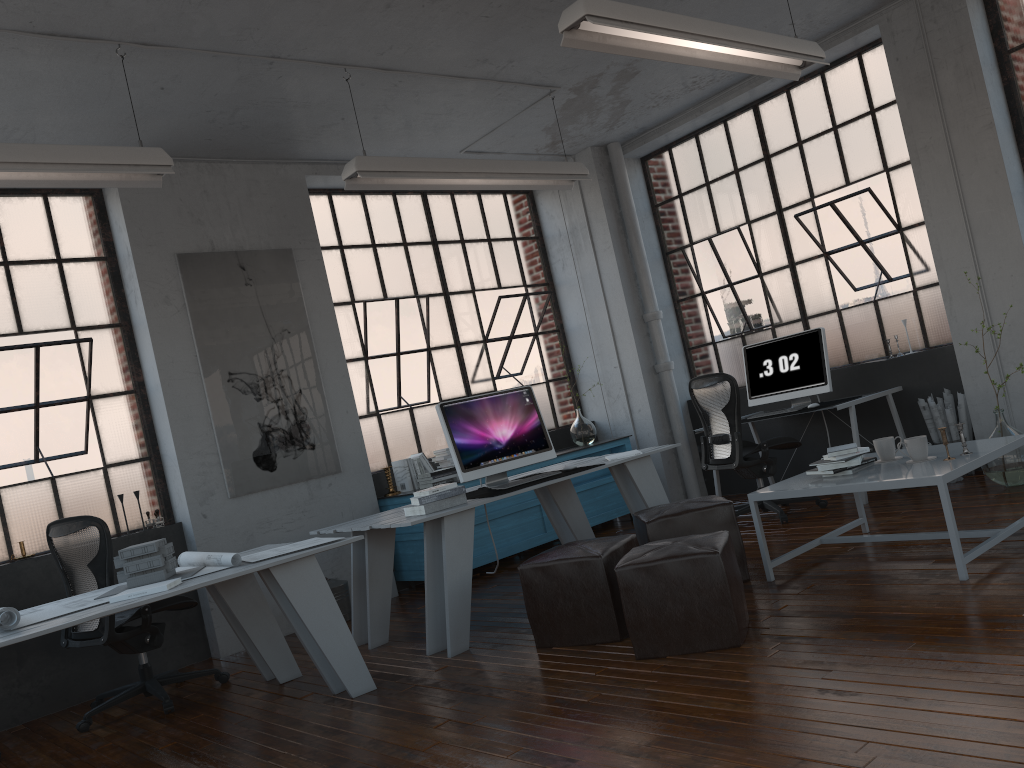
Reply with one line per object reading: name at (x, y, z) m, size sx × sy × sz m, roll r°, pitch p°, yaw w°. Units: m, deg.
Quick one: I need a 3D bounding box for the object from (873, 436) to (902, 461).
object at (1.908, 0.329, 4.507) m, size 0.129 × 0.109 × 0.101 m, roll -12°, pitch -2°, yaw -32°

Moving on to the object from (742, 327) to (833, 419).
object at (2.004, -0.070, 6.611) m, size 0.376 × 0.552 × 0.716 m, roll -12°, pitch -2°, yaw -39°

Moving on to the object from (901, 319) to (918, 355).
object at (2.915, -0.349, 6.529) m, size 0.084 × 0.256 × 0.084 m, roll -12°, pitch -1°, yaw -18°

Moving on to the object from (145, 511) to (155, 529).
object at (-2.336, 0.877, 5.709) m, size 0.058 × 0.117 × 0.032 m, roll -13°, pitch -1°, yaw 11°

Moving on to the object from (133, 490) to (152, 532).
object at (-2.371, 0.810, 5.659) m, size 0.085 × 0.259 × 0.085 m, roll -13°, pitch -1°, yaw 13°

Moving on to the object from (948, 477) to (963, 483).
object at (2.981, 0.640, 6.003) m, size 0.125 × 0.107 × 0.095 m, roll -13°, pitch -2°, yaw 1°

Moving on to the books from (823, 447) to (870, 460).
books at (1.656, 0.346, 4.396) m, size 0.184 × 0.026 × 0.125 m, roll -12°, pitch -2°, yaw -10°

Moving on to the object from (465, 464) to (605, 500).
object at (0.032, 0.585, 5.183) m, size 0.846 × 0.008 × 0.689 m, roll -11°, pitch -3°, yaw -39°

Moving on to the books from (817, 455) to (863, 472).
books at (1.635, 0.386, 4.415) m, size 0.201 × 0.031 × 0.271 m, roll -14°, pitch -3°, yaw 25°

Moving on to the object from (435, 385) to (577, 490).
object at (-0.031, 0.309, 5.191) m, size 0.712 × 0.552 × 0.378 m, roll -11°, pitch -2°, yaw -39°

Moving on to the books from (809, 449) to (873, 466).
books at (1.640, 0.366, 4.418) m, size 0.274 × 0.014 × 0.200 m, roll -11°, pitch -3°, yaw -40°

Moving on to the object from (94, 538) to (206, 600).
object at (-1.677, 0.828, 4.098) m, size 0.415 × 0.182 × 0.390 m, roll -12°, pitch -2°, yaw -10°

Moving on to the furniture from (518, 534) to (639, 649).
furniture at (0.358, 0.980, 4.218) m, size 0.481 × 0.439 × 0.478 m, roll -14°, pitch -2°, yaw 28°

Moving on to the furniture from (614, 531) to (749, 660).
furniture at (0.725, 0.880, 3.734) m, size 0.472 × 0.431 × 0.470 m, roll -13°, pitch -2°, yaw 18°

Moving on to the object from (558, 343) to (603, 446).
object at (0.631, 0.058, 7.744) m, size 0.435 × 0.939 × 0.231 m, roll -13°, pitch -1°, yaw 31°

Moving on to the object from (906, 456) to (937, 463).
object at (1.956, 0.362, 4.237) m, size 0.137 × 0.003 × 0.138 m, roll -12°, pitch -3°, yaw -19°

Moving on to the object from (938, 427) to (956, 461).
object at (1.989, 0.274, 4.065) m, size 0.052 × 0.148 × 0.052 m, roll -13°, pitch -1°, yaw 0°

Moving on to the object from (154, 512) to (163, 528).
object at (-2.304, 0.879, 5.756) m, size 0.058 × 0.102 × 0.032 m, roll -13°, pitch -1°, yaw -5°

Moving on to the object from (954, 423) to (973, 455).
object at (2.091, 0.251, 4.111) m, size 0.055 × 0.153 × 0.055 m, roll -13°, pitch -1°, yaw 26°

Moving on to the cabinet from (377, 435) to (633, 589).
cabinet at (0.077, 1.010, 7.164) m, size 2.256 × 0.732 × 0.629 m, roll -11°, pitch -2°, yaw -40°

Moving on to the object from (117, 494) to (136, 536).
object at (-2.451, 0.826, 5.611) m, size 0.085 × 0.259 × 0.085 m, roll -13°, pitch -1°, yaw 13°

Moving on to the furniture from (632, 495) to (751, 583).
furniture at (0.939, 0.860, 4.723) m, size 0.503 × 0.460 × 0.504 m, roll -13°, pitch -2°, yaw -2°

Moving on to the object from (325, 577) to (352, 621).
object at (-1.233, 1.458, 5.986) m, size 0.292 × 0.308 × 0.293 m, roll -12°, pitch -2°, yaw -12°

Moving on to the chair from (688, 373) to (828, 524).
chair at (1.674, 0.422, 6.316) m, size 0.790 × 1.085 × 0.773 m, roll -12°, pitch -2°, yaw -36°

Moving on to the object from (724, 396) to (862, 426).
object at (2.063, 0.207, 6.606) m, size 0.685 × 0.008 × 0.851 m, roll -11°, pitch -3°, yaw -39°

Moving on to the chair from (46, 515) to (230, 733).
chair at (-2.104, 1.212, 4.833) m, size 0.772 × 1.085 × 0.791 m, roll -13°, pitch -1°, yaw 19°

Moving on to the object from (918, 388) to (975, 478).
object at (3.076, 0.333, 6.192) m, size 0.293 × 0.627 × 0.274 m, roll -13°, pitch -1°, yaw 2°

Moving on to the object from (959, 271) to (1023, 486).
object at (2.928, -0.052, 5.264) m, size 0.330 × 1.339 × 0.619 m, roll -13°, pitch -1°, yaw -4°

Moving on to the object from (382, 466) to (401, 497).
object at (-0.921, 0.720, 6.656) m, size 0.132 × 0.236 × 0.132 m, roll -13°, pitch -1°, yaw 16°

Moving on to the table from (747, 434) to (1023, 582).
table at (1.896, 0.611, 4.361) m, size 0.989 × 0.444 × 0.976 m, roll -11°, pitch -3°, yaw -40°

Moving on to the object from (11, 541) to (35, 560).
object at (-2.878, 0.976, 5.215) m, size 0.124 × 0.100 × 0.124 m, roll -12°, pitch -2°, yaw -18°

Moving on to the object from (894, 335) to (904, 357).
object at (2.874, -0.284, 6.597) m, size 0.066 × 0.160 × 0.066 m, roll -13°, pitch -1°, yaw -9°

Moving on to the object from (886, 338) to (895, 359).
object at (2.816, -0.267, 6.609) m, size 0.055 × 0.153 × 0.055 m, roll -13°, pitch -1°, yaw 9°

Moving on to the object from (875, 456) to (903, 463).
object at (1.912, 0.383, 4.499) m, size 0.137 × 0.003 × 0.138 m, roll -12°, pitch -3°, yaw -19°

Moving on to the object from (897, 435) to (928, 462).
object at (1.925, 0.313, 4.226) m, size 0.129 × 0.109 × 0.101 m, roll -12°, pitch -2°, yaw -32°

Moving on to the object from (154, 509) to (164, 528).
object at (-2.269, 0.861, 5.691) m, size 0.058 × 0.117 × 0.032 m, roll -12°, pitch -1°, yaw -26°

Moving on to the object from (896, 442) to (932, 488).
object at (2.832, 0.555, 6.209) m, size 0.291 × 0.294 × 0.290 m, roll -13°, pitch -2°, yaw 7°

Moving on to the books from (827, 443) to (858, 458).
books at (1.634, 0.327, 4.384) m, size 0.141 × 0.026 × 0.201 m, roll -14°, pitch -3°, yaw 20°

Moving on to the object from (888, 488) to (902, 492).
object at (2.648, 0.606, 6.157) m, size 0.107 × 0.281 × 0.293 m, roll -12°, pitch -2°, yaw -15°

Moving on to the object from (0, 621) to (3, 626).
object at (-2.400, 0.903, 3.405) m, size 0.434 × 0.305 × 0.736 m, roll -13°, pitch -2°, yaw 5°
